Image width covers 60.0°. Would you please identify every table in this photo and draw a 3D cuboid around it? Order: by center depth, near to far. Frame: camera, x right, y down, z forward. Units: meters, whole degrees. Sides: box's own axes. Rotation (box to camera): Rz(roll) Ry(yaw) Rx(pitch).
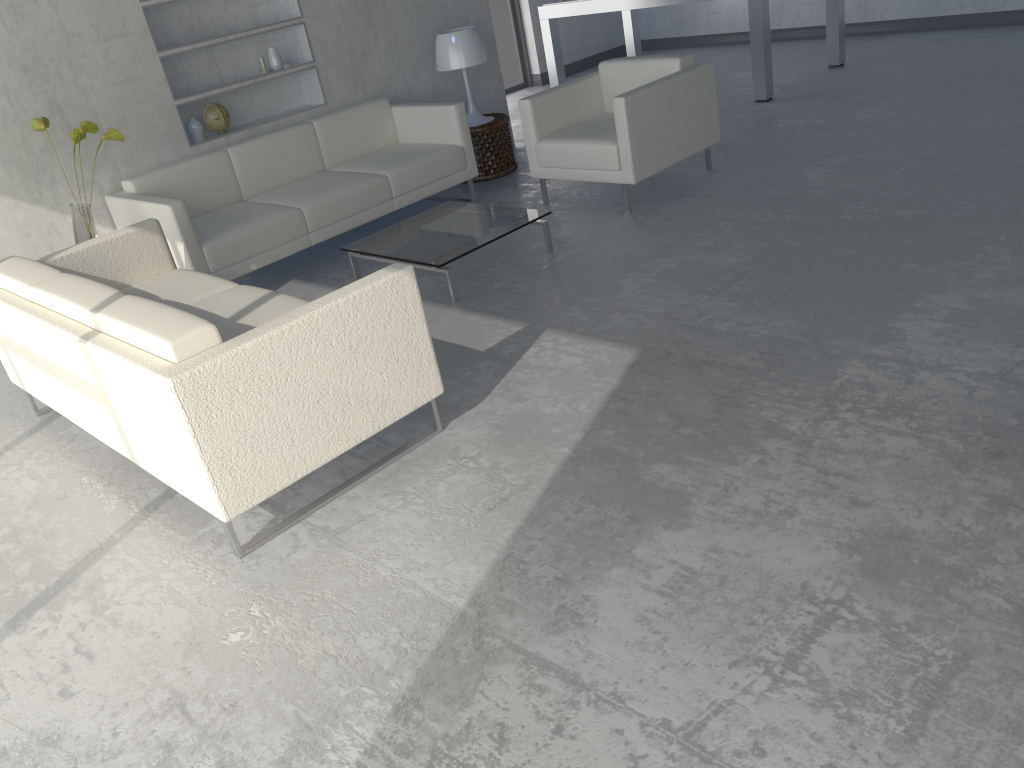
[{"bbox_3d":[-0.312,-0.671,4.378,0.730,0.190,0.773,-32,33,-35],"label":"table"},{"bbox_3d":[-0.213,-1.584,5.952,0.452,0.358,0.452,0,29,23],"label":"table"},{"bbox_3d":[1.422,-2.866,7.208,1.180,0.835,2.095,-32,33,-35],"label":"table"}]

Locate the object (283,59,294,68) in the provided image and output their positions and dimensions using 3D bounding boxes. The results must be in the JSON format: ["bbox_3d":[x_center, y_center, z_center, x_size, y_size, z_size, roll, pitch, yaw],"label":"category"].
[{"bbox_3d":[-1.336,-1.914,5.295,0.064,0.050,0.064,-29,31,-30],"label":"object"}]

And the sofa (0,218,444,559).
[{"bbox_3d":[-1.168,-0.149,3.180,0.821,0.658,1.881,-32,33,-35],"label":"sofa"}]

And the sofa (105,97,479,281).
[{"bbox_3d":[-1.153,-1.083,5.012,1.881,0.658,0.821,-32,33,-35],"label":"sofa"}]

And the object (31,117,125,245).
[{"bbox_3d":[-1.969,-0.793,4.345,0.400,1.051,0.387,-17,27,-11],"label":"object"}]

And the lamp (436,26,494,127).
[{"bbox_3d":[-0.300,-1.987,5.746,0.347,0.582,0.347,-3,28,17],"label":"lamp"}]

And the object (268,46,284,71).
[{"bbox_3d":[-1.415,-1.941,5.289,0.079,0.130,0.079,15,37,42],"label":"object"}]

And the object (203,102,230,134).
[{"bbox_3d":[-1.683,-1.534,5.110,0.088,0.179,0.163,9,33,35],"label":"object"}]

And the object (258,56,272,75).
[{"bbox_3d":[-1.474,-1.889,5.253,0.074,0.094,0.074,-5,27,13],"label":"object"}]

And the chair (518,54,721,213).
[{"bbox_3d":[0.605,-1.417,4.934,0.821,0.662,0.748,-32,33,-35],"label":"chair"}]

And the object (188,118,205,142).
[{"bbox_3d":[-1.800,-1.452,5.054,0.086,0.128,0.086,-26,30,-26],"label":"object"}]
